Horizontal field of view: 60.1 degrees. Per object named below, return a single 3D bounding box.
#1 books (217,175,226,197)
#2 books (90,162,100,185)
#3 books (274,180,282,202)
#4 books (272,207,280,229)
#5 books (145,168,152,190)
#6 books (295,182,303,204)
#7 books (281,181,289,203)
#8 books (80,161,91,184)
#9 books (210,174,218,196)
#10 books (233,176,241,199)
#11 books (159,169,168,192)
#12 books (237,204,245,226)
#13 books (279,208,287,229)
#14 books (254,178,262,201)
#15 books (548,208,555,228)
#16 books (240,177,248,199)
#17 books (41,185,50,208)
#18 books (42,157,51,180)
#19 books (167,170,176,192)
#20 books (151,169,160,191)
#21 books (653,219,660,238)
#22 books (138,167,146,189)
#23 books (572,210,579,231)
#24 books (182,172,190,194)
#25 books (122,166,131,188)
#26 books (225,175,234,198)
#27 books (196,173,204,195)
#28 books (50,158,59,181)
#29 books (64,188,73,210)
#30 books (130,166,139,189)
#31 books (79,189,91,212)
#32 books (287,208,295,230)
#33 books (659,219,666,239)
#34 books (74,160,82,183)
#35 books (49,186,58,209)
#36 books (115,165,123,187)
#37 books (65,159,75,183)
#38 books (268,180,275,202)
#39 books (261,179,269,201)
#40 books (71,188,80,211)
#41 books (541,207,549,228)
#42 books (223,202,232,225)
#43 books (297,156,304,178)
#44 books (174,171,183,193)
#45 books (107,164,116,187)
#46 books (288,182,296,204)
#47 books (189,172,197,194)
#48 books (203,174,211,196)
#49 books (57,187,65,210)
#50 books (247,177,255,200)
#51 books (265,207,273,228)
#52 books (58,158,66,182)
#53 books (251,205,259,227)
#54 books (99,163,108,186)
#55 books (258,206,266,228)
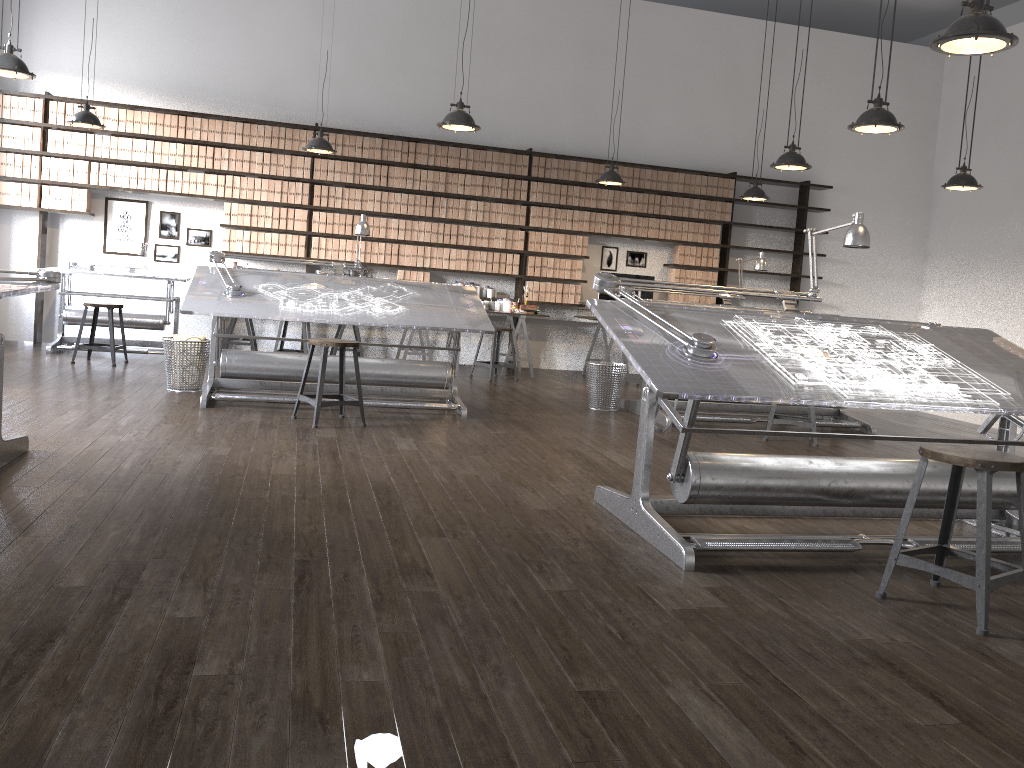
[{"bbox_3d":[-2.991,-2.028,9.128,0.067,0.225,0.175,4,5,-14],"label":"books"},{"bbox_3d":[-4.152,-2.088,8.846,0.066,0.225,0.175,4,5,-14],"label":"books"},{"bbox_3d":[-2.445,-2.007,9.259,0.067,0.225,0.175,4,5,-14],"label":"books"},{"bbox_3d":[-2.473,-1.733,9.280,0.066,0.225,0.175,4,5,-14],"label":"books"},{"bbox_3d":[-3.668,-2.063,8.965,0.066,0.225,0.175,4,5,-14],"label":"books"},{"bbox_3d":[-2.242,-1.997,9.311,0.066,0.225,0.175,4,5,-14],"label":"books"},{"bbox_3d":[-2.381,-2.005,9.281,0.066,0.225,0.175,4,5,-14],"label":"books"},{"bbox_3d":[-4.237,-2.099,8.821,0.067,0.225,0.175,4,5,-14],"label":"books"},{"bbox_3d":[-3.062,-2.032,9.112,0.066,0.225,0.175,4,5,-14],"label":"books"},{"bbox_3d":[-2.845,-2.028,9.165,0.066,0.225,0.175,4,5,-14],"label":"books"},{"bbox_3d":[-3.532,-2.056,8.995,0.067,0.225,0.175,4,5,-14],"label":"books"},{"bbox_3d":[-2.809,-1.750,9.197,0.066,0.225,0.175,4,5,-14],"label":"books"},{"bbox_3d":[-2.399,-1.729,9.293,0.067,0.225,0.175,4,5,-14],"label":"books"},{"bbox_3d":[-2.641,-2.017,9.213,0.067,0.225,0.175,4,5,-14],"label":"books"},{"bbox_3d":[0.424,-1.860,9.963,0.066,0.225,0.175,4,5,-14],"label":"books"},{"bbox_3d":[-2.778,-2.025,9.185,0.066,0.225,0.175,4,5,-14],"label":"books"},{"bbox_3d":[-4.592,-1.841,8.758,0.067,0.225,0.175,4,5,-14],"label":"books"},{"bbox_3d":[-4.577,-2.116,8.738,0.066,0.225,0.175,4,5,-14],"label":"books"},{"bbox_3d":[-3.460,-2.053,9.019,0.066,0.225,0.175,4,5,-14],"label":"books"},{"bbox_3d":[-3.605,-2.060,8.983,0.066,0.225,0.175,4,5,-14],"label":"books"},{"bbox_3d":[1.644,-1.797,10.257,0.067,0.225,0.175,4,5,-14],"label":"books"},{"bbox_3d":[-3.728,-2.066,8.946,0.067,0.225,0.175,4,5,-14],"label":"books"},{"bbox_3d":[0.698,-1.846,10.030,0.066,0.225,0.175,4,5,-14],"label":"books"},{"bbox_3d":[-3.322,-2.046,9.052,0.066,0.225,0.175,4,5,-14],"label":"books"},{"bbox_3d":[-3.869,-2.073,8.915,0.066,0.225,0.175,4,5,-14],"label":"books"},{"bbox_3d":[-2.914,-2.031,9.144,0.066,0.225,0.175,4,5,-14],"label":"books"},{"bbox_3d":[-3.187,-2.038,9.079,0.067,0.225,0.175,4,5,-14],"label":"books"},{"bbox_3d":[-4.507,-2.113,8.759,0.066,0.225,0.175,4,5,-14],"label":"books"},{"bbox_3d":[-4.395,-1.831,8.804,0.067,0.225,0.175,4,5,-14],"label":"books"},{"bbox_3d":[-3.798,-2.069,8.929,0.066,0.225,0.175,4,5,-14],"label":"books"},{"bbox_3d":[-4.261,-1.825,8.842,0.066,0.225,0.175,4,5,-14],"label":"books"},{"bbox_3d":[-2.328,-1.726,9.316,0.066,0.225,0.175,4,5,-14],"label":"books"},{"bbox_3d":[1.714,-1.793,10.274,0.066,0.225,0.175,4,5,-14],"label":"books"},{"bbox_3d":[-4.300,-2.103,8.810,0.066,0.225,0.175,4,5,-14],"label":"books"},{"bbox_3d":[-4.522,-1.838,8.777,0.066,0.225,0.175,4,5,-14],"label":"books"},{"bbox_3d":[-3.938,-2.077,8.902,0.066,0.225,0.175,4,5,-14],"label":"books"},{"bbox_3d":[-4.372,-2.107,8.794,0.066,0.225,0.175,4,5,-14],"label":"books"},{"bbox_3d":[-2.511,-2.011,9.248,0.066,0.225,0.175,4,5,-14],"label":"books"},{"bbox_3d":[-2.571,-2.014,9.232,0.066,0.225,0.175,4,5,-14],"label":"books"},{"bbox_3d":[-4.329,-1.828,8.828,0.066,0.225,0.175,4,5,-14],"label":"books"},{"bbox_3d":[0.355,-1.863,9.943,0.066,0.225,0.175,4,5,-14],"label":"books"},{"bbox_3d":[-2.939,-1.757,9.161,0.067,0.225,0.175,4,5,-14],"label":"books"},{"bbox_3d":[-2.220,-2.263,9.297,0.066,0.225,0.175,4,5,-14],"label":"books"},{"bbox_3d":[-3.390,-2.049,9.031,0.066,0.225,0.175,4,5,-14],"label":"books"},{"bbox_3d":[-4.005,-2.081,8.884,0.066,0.225,0.175,4,5,-14],"label":"books"},{"bbox_3d":[-2.312,-2.001,9.298,0.066,0.225,0.175,4,5,-14],"label":"books"},{"bbox_3d":[-3.254,-2.042,9.068,0.066,0.225,0.175,4,5,-14],"label":"books"},{"bbox_3d":[-3.123,-2.035,9.099,0.066,0.225,0.175,4,5,-14],"label":"books"},{"bbox_3d":[-4.461,-1.835,8.793,0.066,0.225,0.175,4,5,-14],"label":"books"},{"bbox_3d":[-2.710,-2.021,9.200,0.066,0.225,0.175,4,5,-14],"label":"books"},{"bbox_3d":[-2.541,-1.736,9.259,0.066,0.225,0.175,4,5,-14],"label":"books"},{"bbox_3d":[-4.441,-2.110,8.779,0.066,0.225,0.175,4,5,-14],"label":"books"},{"bbox_3d":[-2.679,-1.744,9.229,0.066,0.225,0.175,4,5,-14],"label":"books"},{"bbox_3d":[-4.072,-2.084,8.864,0.067,0.225,0.175,4,5,-14],"label":"books"},{"bbox_3d":[-2.610,-1.740,9.246,0.066,0.225,0.175,4,5,-14],"label":"books"}]
